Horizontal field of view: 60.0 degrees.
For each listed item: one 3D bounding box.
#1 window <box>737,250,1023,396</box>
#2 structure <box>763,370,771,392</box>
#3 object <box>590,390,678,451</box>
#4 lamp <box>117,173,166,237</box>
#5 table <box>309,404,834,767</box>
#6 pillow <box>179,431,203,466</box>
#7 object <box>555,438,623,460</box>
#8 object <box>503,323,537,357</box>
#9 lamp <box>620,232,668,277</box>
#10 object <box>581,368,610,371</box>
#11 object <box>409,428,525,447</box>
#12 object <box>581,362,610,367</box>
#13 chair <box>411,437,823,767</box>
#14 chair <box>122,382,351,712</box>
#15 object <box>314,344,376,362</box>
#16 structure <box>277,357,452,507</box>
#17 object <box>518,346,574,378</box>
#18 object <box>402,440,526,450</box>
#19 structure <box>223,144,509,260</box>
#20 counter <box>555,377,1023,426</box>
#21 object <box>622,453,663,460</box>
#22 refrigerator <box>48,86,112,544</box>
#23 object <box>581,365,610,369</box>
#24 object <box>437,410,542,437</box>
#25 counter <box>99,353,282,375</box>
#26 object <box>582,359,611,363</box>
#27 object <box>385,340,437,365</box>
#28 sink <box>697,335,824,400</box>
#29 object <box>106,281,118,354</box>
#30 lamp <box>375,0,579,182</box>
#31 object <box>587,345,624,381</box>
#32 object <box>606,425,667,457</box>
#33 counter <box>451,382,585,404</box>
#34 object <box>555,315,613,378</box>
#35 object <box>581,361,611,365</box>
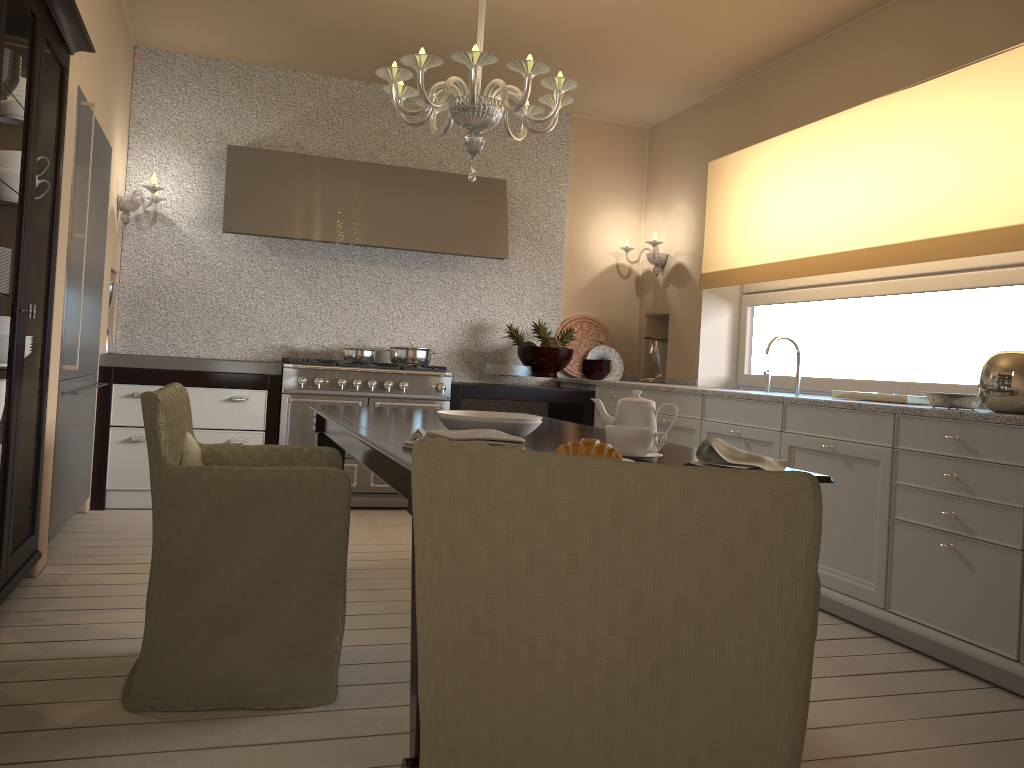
[{"bbox_3d":[2.000,-0.584,3.783,0.047,1.353,3.569,4,1,-18],"label":"window"},{"bbox_3d":[1.316,-0.004,4.572,0.036,0.135,0.024,4,-1,-18],"label":"structure"},{"bbox_3d":[0.304,0.093,2.224,0.198,0.156,0.118,3,0,-12],"label":"object"},{"bbox_3d":[-2.054,-0.968,4.872,0.269,0.341,0.479,3,0,-20],"label":"lamp"},{"bbox_3d":[-0.074,0.466,2.703,0.918,0.654,1.992,3,1,-18],"label":"table"},{"bbox_3d":[-0.780,0.279,2.307,0.192,0.295,0.440,3,0,-19],"label":"pillow"},{"bbox_3d":[0.159,0.139,1.841,0.138,0.051,0.062,3,0,0],"label":"object"},{"bbox_3d":[0.060,-0.253,5.600,0.278,0.285,0.138,3,0,28],"label":"object"},{"bbox_3d":[0.912,-0.842,5.855,0.264,0.267,0.479,3,1,-20],"label":"lamp"},{"bbox_3d":[0.517,-0.066,5.502,0.180,0.063,0.180,2,1,-41],"label":"object"},{"bbox_3d":[-0.106,0.129,2.040,0.233,0.051,0.164,3,1,-18],"label":"object"},{"bbox_3d":[0.517,-0.095,5.502,0.180,0.066,0.180,3,1,-26],"label":"object"},{"bbox_3d":[0.164,0.484,1.354,0.564,0.801,0.561,3,0,18],"label":"chair"},{"bbox_3d":[-0.682,0.415,2.317,0.561,0.801,0.563,3,0,-12],"label":"chair"},{"bbox_3d":[-0.991,-0.185,5.330,0.371,0.090,0.198,4,1,23],"label":"object"},{"bbox_3d":[-0.887,0.274,5.131,0.928,0.805,0.705,3,0,-18],"label":"structure"},{"bbox_3d":[0.206,-0.136,5.561,0.351,0.188,0.351,3,1,-35],"label":"object"},{"bbox_3d":[-0.108,0.144,2.004,0.232,0.027,0.164,4,1,37],"label":"object"},{"bbox_3d":[-0.863,-1.063,5.345,1.660,0.510,0.480,3,0,-18],"label":"structure"},{"bbox_3d":[1.265,0.041,4.076,0.652,0.068,4.241,3,1,-18],"label":"counter"},{"bbox_3d":[0.273,0.166,2.061,0.154,0.012,0.153,4,1,32],"label":"object"},{"bbox_3d":[-2.162,-0.301,3.771,0.740,1.735,1.103,4,0,-18],"label":"refrigerator"},{"bbox_3d":[0.518,-0.080,5.502,0.180,0.063,0.180,2,1,-41],"label":"object"},{"bbox_3d":[-0.061,0.114,2.365,0.281,0.066,0.282,3,1,-24],"label":"object"},{"bbox_3d":[-1.752,-0.111,4.897,0.895,0.062,0.600,3,1,-18],"label":"counter"},{"bbox_3d":[0.524,-0.121,5.504,0.180,0.065,0.180,3,1,-11],"label":"object"},{"bbox_3d":[-0.616,-0.193,5.402,0.266,0.146,0.265,4,1,30],"label":"object"},{"bbox_3d":[1.189,0.001,4.195,0.458,0.482,0.538,3,0,-18],"label":"sink"},{"bbox_3d":[-2.257,-0.367,4.860,0.155,0.394,0.155,4,-1,-30],"label":"object"},{"bbox_3d":[-0.103,-1.248,3.018,0.675,1.128,0.701,3,0,0],"label":"lamp"},{"bbox_3d":[0.626,-0.125,5.988,0.282,0.273,0.093,3,-1,-17],"label":"object"},{"bbox_3d":[0.278,0.136,2.064,0.124,0.070,0.116,3,1,-25],"label":"object"},{"bbox_3d":[-0.021,0.049,5.474,0.764,0.079,0.600,3,1,-18],"label":"counter"},{"bbox_3d":[0.486,-0.253,6.018,0.430,0.430,0.064,3,-1,-18],"label":"object"},{"bbox_3d":[0.520,-0.107,5.503,0.180,0.064,0.180,3,1,-11],"label":"object"}]
